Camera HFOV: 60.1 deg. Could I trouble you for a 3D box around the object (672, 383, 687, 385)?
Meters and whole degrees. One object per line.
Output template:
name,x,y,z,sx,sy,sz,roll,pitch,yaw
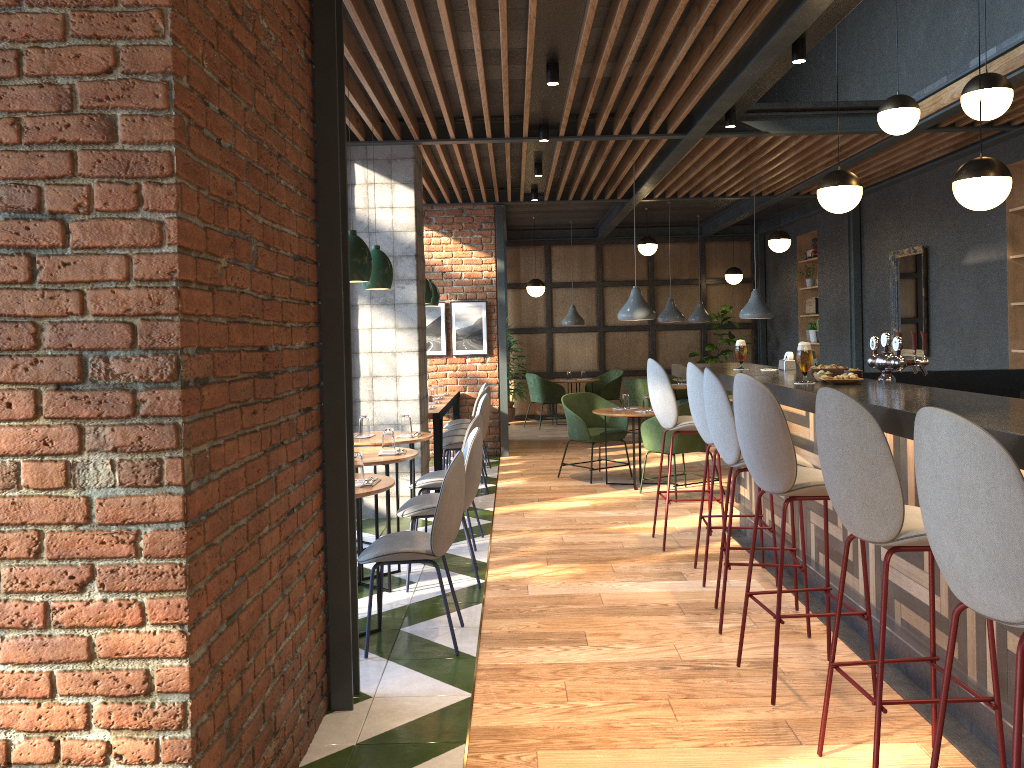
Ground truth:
object,2.255,0.004,11.713,0.157,0.019,0.243,-4,4,-35

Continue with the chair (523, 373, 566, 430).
chair,0.508,0.241,13.297,0.515,0.818,0.639,-2,2,-25

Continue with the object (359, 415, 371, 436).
object,-1.008,0.284,6.049,0.080,0.138,0.080,-2,1,-22

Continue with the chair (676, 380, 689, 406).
chair,2.530,0.269,11.979,0.515,0.818,0.638,-2,2,-40

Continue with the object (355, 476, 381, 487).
object,-0.707,0.456,4.121,0.157,0.019,0.243,-1,3,4

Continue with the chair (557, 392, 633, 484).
chair,0.807,0.505,8.637,0.639,0.818,0.515,-2,2,-35

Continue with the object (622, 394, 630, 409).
object,1.067,0.164,8.307,0.080,0.138,0.080,-2,1,-18

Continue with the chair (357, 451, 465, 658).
chair,-0.465,0.762,4.135,0.507,0.887,0.418,-1,1,1

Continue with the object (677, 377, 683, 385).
object,2.223,-0.062,11.716,0.080,0.138,0.080,0,2,38

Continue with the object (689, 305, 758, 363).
object,3.292,-0.342,13.780,1.057,1.794,0.722,-1,1,11

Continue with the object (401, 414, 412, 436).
object,-0.720,0.278,6.037,0.080,0.138,0.080,-2,1,-32

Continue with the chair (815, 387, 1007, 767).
chair,1.228,0.624,2.768,0.507,1.242,0.418,-1,1,-2

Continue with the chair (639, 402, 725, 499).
chair,1.454,0.546,7.667,0.639,0.818,0.515,-2,2,-30

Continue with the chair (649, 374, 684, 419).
chair,2.395,0.189,13.418,0.515,0.818,0.639,-1,2,32

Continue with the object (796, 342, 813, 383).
object,1.295,-0.096,3.920,0.070,0.182,0.070,-1,1,21

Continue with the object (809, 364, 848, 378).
object,1.488,-0.057,4.161,0.168,0.072,0.168,0,3,20

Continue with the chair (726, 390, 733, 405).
chair,2.628,0.380,10.031,0.638,0.818,0.515,-1,1,0

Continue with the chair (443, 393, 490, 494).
chair,-0.450,0.534,8.058,0.507,0.887,0.418,-1,1,-4

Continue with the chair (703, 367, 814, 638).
chair,1.199,0.536,4.297,0.507,1.242,0.418,-1,1,11

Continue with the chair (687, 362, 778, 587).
chair,1.271,0.488,5.079,0.507,1.242,0.418,-1,1,6

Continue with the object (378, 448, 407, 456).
object,-0.697,0.394,5.168,0.157,0.019,0.243,-2,3,-3

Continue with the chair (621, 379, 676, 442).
chair,1.752,0.327,11.302,0.515,0.818,0.638,-3,2,-45

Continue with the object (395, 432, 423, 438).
object,-0.697,0.345,6.014,0.157,0.019,0.243,-1,3,5

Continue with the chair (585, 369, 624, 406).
chair,1.435,0.192,13.749,0.515,0.818,0.639,-2,2,-25

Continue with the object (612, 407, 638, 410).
object,1.074,0.228,8.339,0.243,0.019,0.157,-3,4,-31

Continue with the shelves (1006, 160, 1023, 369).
shelves,4.209,-0.409,6.840,0.284,2.705,0.836,-1,1,0

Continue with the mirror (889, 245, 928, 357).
mirror,4.031,-0.828,8.997,0.061,1.085,0.769,-1,1,0

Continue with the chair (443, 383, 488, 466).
chair,-0.506,0.436,9.753,0.507,0.887,0.418,-1,1,-4

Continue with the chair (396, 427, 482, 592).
chair,-0.418,0.702,5.148,0.507,0.887,0.418,-1,1,-4

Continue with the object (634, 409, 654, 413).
object,1.229,0.242,8.041,0.243,0.019,0.157,-3,4,-31

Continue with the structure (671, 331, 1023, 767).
structure,2.615,0.446,3.958,2.916,1.395,4.927,-1,3,0

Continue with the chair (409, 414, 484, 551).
chair,-0.445,0.651,6.039,0.507,0.887,0.418,-1,1,6

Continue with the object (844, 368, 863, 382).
object,1.537,-0.042,3.995,0.078,0.060,0.108,-1,3,8

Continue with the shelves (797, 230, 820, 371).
shelves,4.222,-0.721,12.186,0.284,2.705,0.836,-1,1,0

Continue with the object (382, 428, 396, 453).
object,-0.723,0.328,5.187,0.080,0.138,0.080,0,2,40

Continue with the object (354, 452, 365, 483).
object,-0.730,0.389,4.143,0.080,0.138,0.080,0,2,37

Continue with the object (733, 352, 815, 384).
object,1.453,-0.099,4.621,0.322,0.106,1.512,-1,3,3

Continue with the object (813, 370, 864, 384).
object,1.433,-0.030,3.903,0.164,0.052,0.292,-1,3,9

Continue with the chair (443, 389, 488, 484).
chair,-0.490,0.501,8.632,0.507,0.887,0.418,-1,1,6

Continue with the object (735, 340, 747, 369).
object,1.379,-0.178,5.336,0.070,0.178,0.070,-1,1,4

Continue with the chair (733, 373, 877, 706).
chair,1.156,0.570,3.534,0.507,1.242,0.418,-1,1,-4

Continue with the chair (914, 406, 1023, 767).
chair,1.213,0.667,2.036,0.507,1.242,0.418,-1,1,0

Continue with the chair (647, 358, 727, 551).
chair,1.168,0.443,5.907,0.507,1.242,0.418,-1,1,0

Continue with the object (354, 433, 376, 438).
object,-1.028,0.350,6.064,0.157,0.019,0.243,-1,3,5

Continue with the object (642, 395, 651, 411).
object,1.226,0.174,8.067,0.080,0.138,0.080,-2,1,-18

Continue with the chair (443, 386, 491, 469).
chair,-0.467,0.467,9.206,0.507,0.887,0.418,-1,1,7
